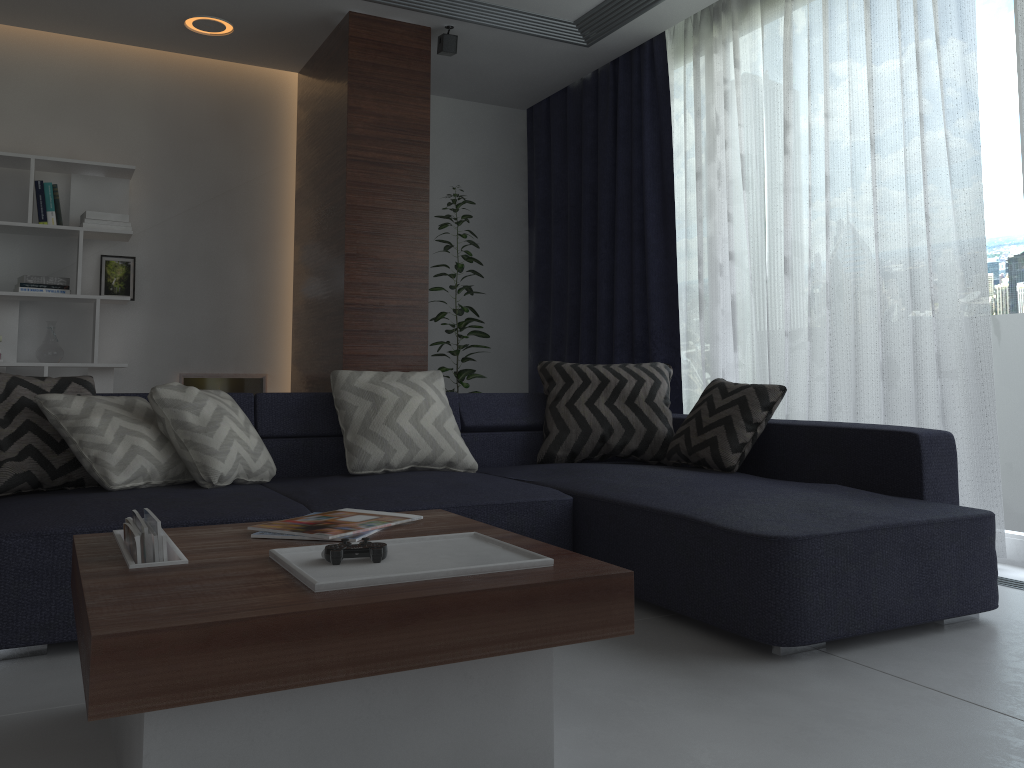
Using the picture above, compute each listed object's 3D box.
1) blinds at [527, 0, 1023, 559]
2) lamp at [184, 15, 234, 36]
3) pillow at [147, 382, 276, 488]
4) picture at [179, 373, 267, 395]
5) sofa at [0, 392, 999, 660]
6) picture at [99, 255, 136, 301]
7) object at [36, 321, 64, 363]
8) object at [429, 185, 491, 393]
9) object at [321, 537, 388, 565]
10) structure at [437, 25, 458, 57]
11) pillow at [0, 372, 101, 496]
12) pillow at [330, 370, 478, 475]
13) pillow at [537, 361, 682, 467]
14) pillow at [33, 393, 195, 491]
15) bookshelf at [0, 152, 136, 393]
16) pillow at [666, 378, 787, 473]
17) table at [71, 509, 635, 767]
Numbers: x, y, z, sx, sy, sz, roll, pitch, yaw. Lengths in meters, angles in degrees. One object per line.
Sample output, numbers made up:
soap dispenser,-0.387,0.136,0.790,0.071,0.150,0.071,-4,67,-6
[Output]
blinds,-0.624,-0.744,1.923,5.793,2.789,7.111,0,-1,-24
lamp,-3.206,-1.879,0.494,9.566,0.085,5.332,0,0,-41
pillow,-0.992,0.169,2.956,0.280,0.353,0.416,-1,-2,15
picture,-1.688,0.288,5.171,0.499,0.703,0.083,2,-5,-28
sofa,-0.199,0.339,2.686,2.869,0.612,1.893,0,0,-28
picture,-2.221,-0.598,4.976,0.181,0.257,0.058,2,-5,-28
object,-2.429,-0.218,4.647,0.132,0.221,0.131,2,-4,-22
object,-0.329,-0.285,5.285,0.502,1.858,0.480,-3,-5,31
object,-0.266,0.282,1.505,0.112,0.036,0.070,0,-1,-15
structure,-0.349,-1.847,4.775,0.084,0.143,0.114,2,-3,-23
pillow,-1.475,0.141,2.786,0.221,0.388,0.414,-2,-3,33
pillow,-0.418,0.139,3.330,0.494,0.390,0.341,1,-3,-28
pillow,0.405,0.158,3.760,0.598,0.522,0.353,0,-3,3
pillow,-1.231,0.177,2.800,0.330,0.296,0.414,-1,-2,24
bookshelf,-2.628,-0.274,4.591,1.148,1.832,0.298,2,-5,-28
pillow,0.800,0.149,3.350,0.286,0.347,0.413,1,-2,-23
table,-0.343,0.469,1.595,0.799,0.354,0.803,0,-1,-28
